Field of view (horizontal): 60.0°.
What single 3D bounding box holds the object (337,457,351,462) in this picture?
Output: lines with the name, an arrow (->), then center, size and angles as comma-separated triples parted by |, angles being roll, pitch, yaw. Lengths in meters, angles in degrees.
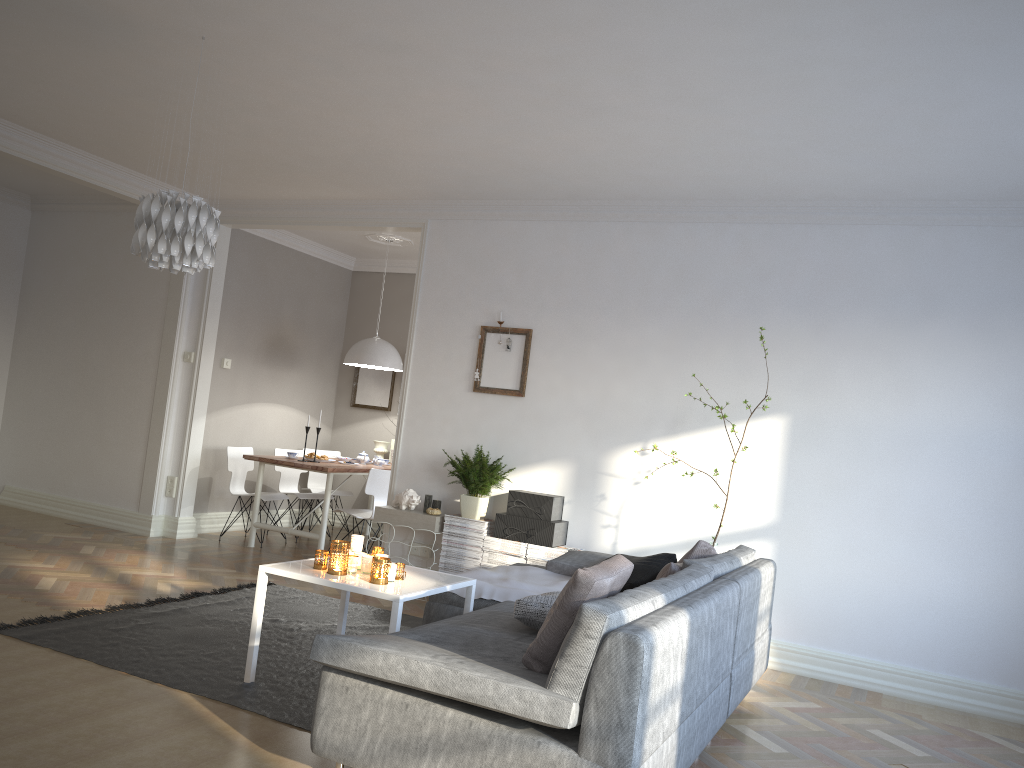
object -> -1.480, 0.672, 7.807 | 0.129, 0.038, 0.129 | 6, -3, 25

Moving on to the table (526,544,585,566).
table -> 0.255, 1.296, 5.709 | 0.327, 0.499, 0.247 | 6, -2, 25

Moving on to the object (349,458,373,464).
object -> -1.391, 0.711, 8.156 | 0.287, 0.019, 0.287 | 7, -3, -2

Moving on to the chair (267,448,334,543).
chair -> -1.921, 1.012, 8.107 | 0.479, 0.785, 0.432 | 5, -3, 35

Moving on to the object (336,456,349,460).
object -> -1.523, 0.676, 7.971 | 0.129, 0.038, 0.129 | 5, -3, 30

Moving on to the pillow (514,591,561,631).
pillow -> 0.225, 0.909, 3.516 | 0.405, 0.194, 0.405 | 6, -3, 11

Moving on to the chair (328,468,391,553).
chair -> -1.154, 1.056, 7.140 | 0.479, 0.785, 0.432 | 5, -3, 45

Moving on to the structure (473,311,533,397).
structure -> -0.064, -0.214, 6.141 | 0.398, 0.574, 0.053 | 6, -2, 22

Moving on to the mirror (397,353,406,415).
mirror -> -0.862, 0.028, 8.841 | 0.543, 0.632, 0.047 | 6, -2, 25

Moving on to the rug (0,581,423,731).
rug -> -1.117, 1.314, 4.585 | 2.110, 0.055, 2.018 | 6, -3, 25

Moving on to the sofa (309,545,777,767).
sofa -> 0.161, 1.084, 3.901 | 1.554, 0.772, 2.635 | 6, -3, 25

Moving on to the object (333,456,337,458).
object -> -1.509, 0.651, 7.770 | 0.130, 0.027, 0.028 | 8, -3, -22

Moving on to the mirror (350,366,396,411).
mirror -> -1.416, -0.020, 9.095 | 0.473, 0.557, 0.052 | 6, -2, 25

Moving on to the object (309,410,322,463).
object -> -1.616, 0.427, 7.378 | 0.095, 0.448, 0.095 | 6, -2, 20

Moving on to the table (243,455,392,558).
table -> -1.440, 1.081, 7.926 | 0.852, 0.750, 1.989 | 6, -3, 25

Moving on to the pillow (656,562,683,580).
pillow -> 0.672, 0.951, 4.125 | 0.336, 0.311, 0.415 | 5, -3, 30

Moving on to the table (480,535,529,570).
table -> -0.029, 1.268, 5.841 | 0.327, 0.499, 0.247 | 6, -2, 25

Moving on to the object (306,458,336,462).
object -> -1.658, 0.650, 7.614 | 0.287, 0.019, 0.287 | 6, -3, 13

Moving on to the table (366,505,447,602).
table -> -0.707, 1.162, 6.120 | 0.553, 0.575, 0.299 | 6, -3, 26

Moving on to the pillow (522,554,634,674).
pillow -> 0.229, 0.776, 3.011 | 0.242, 0.390, 0.427 | 6, -3, 25

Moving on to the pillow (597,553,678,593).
pillow -> 0.603, 0.991, 4.690 | 0.421, 0.248, 0.402 | 4, -4, 45

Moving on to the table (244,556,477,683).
table -> -0.657, 1.094, 3.961 | 0.714, 0.504, 0.675 | 6, -3, 25

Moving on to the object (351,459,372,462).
object -> -1.392, 0.707, 8.160 | 0.194, 0.022, 0.202 | 4, -4, 45

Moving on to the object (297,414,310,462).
object -> -1.691, 0.440, 7.295 | 0.095, 0.396, 0.095 | 6, -2, 20

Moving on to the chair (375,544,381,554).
chair -> -0.821, 1.120, 7.596 | 0.479, 0.785, 0.432 | 6, -3, 30

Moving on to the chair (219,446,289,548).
chair -> -2.185, 0.952, 7.568 | 0.479, 0.785, 0.432 | 6, -2, 15

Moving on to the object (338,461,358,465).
object -> -1.408, 0.685, 7.642 | 0.180, 0.014, 0.180 | 7, -3, -10

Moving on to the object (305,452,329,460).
object -> -1.679, 0.622, 7.614 | 0.198, 0.063, 0.188 | 7, -3, -5

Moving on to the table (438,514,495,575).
table -> -0.301, 1.192, 5.972 | 0.321, 0.596, 0.247 | 6, -2, 25

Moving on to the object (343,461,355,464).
object -> -1.406, 0.681, 7.630 | 0.100, 0.025, 0.066 | 7, -3, 2

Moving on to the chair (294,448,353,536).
chair -> -1.830, 1.053, 8.688 | 0.432, 0.785, 0.479 | 8, -3, -34

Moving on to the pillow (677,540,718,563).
pillow -> 0.890, 0.966, 4.462 | 0.324, 0.402, 0.430 | 6, -3, 12
